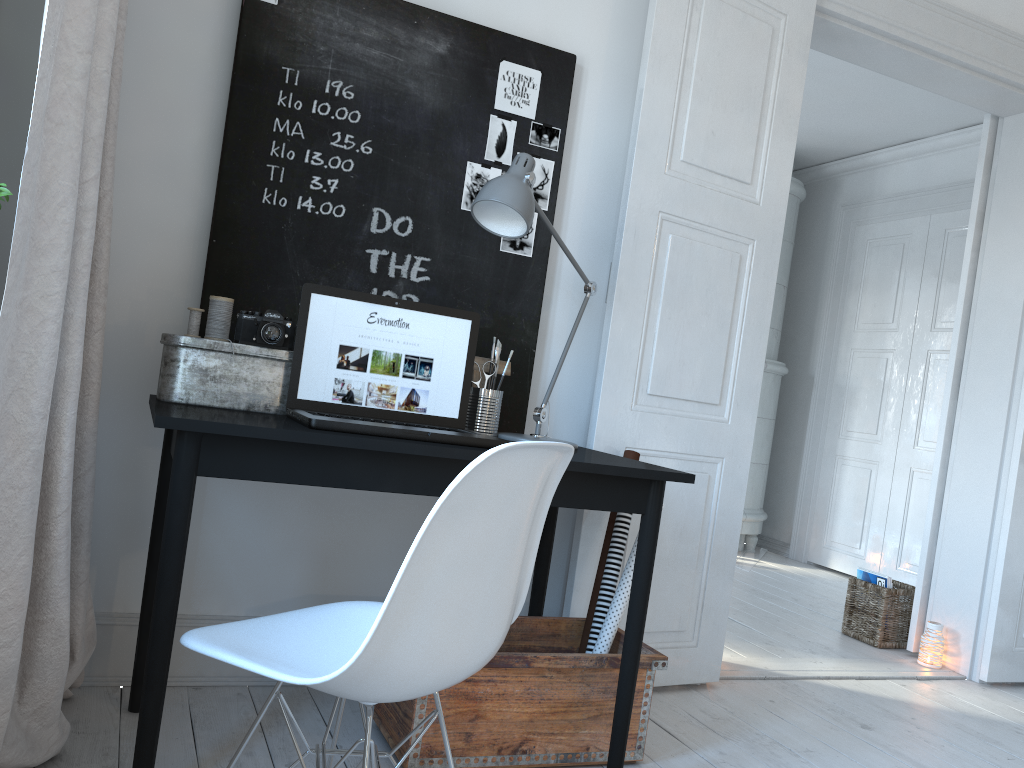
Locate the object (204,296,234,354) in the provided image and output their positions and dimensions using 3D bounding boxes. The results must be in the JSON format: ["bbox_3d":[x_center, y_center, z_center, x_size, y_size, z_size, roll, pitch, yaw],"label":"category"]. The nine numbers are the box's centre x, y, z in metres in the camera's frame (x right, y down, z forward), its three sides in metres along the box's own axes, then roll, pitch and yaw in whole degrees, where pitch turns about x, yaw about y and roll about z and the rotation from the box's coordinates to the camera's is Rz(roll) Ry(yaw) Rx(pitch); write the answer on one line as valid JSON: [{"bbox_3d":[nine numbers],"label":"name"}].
[{"bbox_3d":[-0.676,-0.138,2.059,0.056,0.130,0.167,8,0,-25],"label":"object"}]

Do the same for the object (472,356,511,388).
[{"bbox_3d":[-0.059,0.036,2.435,0.138,0.209,0.034,8,1,-43],"label":"object"}]

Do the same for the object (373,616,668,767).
[{"bbox_3d":[0.006,0.774,2.251,0.665,0.282,0.339,8,0,-23],"label":"object"}]

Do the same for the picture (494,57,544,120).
[{"bbox_3d":[0.021,-0.858,2.572,0.148,0.154,0.004,8,1,-23],"label":"picture"}]

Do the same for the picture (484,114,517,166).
[{"bbox_3d":[-0.032,-0.704,2.561,0.084,0.146,0.002,8,1,-23],"label":"picture"}]

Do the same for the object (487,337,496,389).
[{"bbox_3d":[-0.062,0.004,2.389,0.008,0.267,0.060,8,1,-7],"label":"object"}]

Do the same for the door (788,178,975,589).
[{"bbox_3d":[2.565,0.041,5.537,0.306,2.506,1.597,8,0,-23],"label":"door"}]

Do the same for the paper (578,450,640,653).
[{"bbox_3d":[0.259,0.559,2.517,0.048,0.747,0.297,8,0,22],"label":"paper"}]

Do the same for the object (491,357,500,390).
[{"bbox_3d":[-0.055,0.031,2.384,0.009,0.222,0.082,8,0,6],"label":"object"}]

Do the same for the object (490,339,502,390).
[{"bbox_3d":[-0.059,0.008,2.391,0.012,0.264,0.062,8,1,19],"label":"object"}]

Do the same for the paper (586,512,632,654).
[{"bbox_3d":[0.256,0.600,2.442,0.043,0.669,0.266,8,0,22],"label":"paper"}]

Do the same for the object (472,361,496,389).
[{"bbox_3d":[-0.095,0.034,2.373,0.081,0.198,0.050,8,1,2],"label":"object"}]

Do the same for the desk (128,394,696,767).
[{"bbox_3d":[-0.286,0.492,2.107,1.160,0.759,0.650,8,0,-23],"label":"desk"}]

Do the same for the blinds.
[{"bbox_3d":[-0.798,-0.539,1.749,0.225,2.648,0.830,8,1,-23],"label":"blinds"}]

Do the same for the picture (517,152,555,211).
[{"bbox_3d":[0.061,-0.598,2.607,0.121,0.153,0.002,8,1,-23],"label":"picture"}]

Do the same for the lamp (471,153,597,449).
[{"bbox_3d":[0.059,-0.199,2.338,0.229,0.716,0.617,8,0,38],"label":"lamp"}]

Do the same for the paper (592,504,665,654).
[{"bbox_3d":[0.277,0.620,2.388,0.283,0.627,0.041,8,1,-45],"label":"paper"}]

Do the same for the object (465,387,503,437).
[{"bbox_3d":[-0.086,0.075,2.368,0.108,0.128,0.108,8,0,-8],"label":"object"}]

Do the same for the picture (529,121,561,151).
[{"bbox_3d":[0.097,-0.732,2.615,0.095,0.071,0.001,8,1,-23],"label":"picture"}]

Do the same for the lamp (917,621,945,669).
[{"bbox_3d":[1.726,1.071,3.642,0.093,0.180,0.092,8,0,-40],"label":"lamp"}]

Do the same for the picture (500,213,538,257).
[{"bbox_3d":[0.021,-0.449,2.601,0.103,0.136,0.001,8,1,-23],"label":"picture"}]

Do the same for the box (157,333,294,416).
[{"bbox_3d":[-0.669,-0.022,2.096,0.317,0.152,0.192,8,0,-23],"label":"box"}]

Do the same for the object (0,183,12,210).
[{"bbox_3d":[-0.844,-0.176,1.141,0.271,0.407,0.310,8,0,27],"label":"object"}]

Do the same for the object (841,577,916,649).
[{"bbox_3d":[1.692,1.035,4.022,0.270,0.265,0.223,8,0,-23],"label":"object"}]

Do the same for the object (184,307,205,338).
[{"bbox_3d":[-0.752,-0.145,2.098,0.040,0.069,0.039,8,0,-35],"label":"object"}]

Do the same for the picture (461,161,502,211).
[{"bbox_3d":[-0.087,-0.558,2.547,0.107,0.150,0.001,8,1,-23],"label":"picture"}]

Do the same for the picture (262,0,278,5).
[{"bbox_3d":[-0.630,-1.030,2.285,0.061,0.088,0.004,8,1,-27],"label":"picture"}]

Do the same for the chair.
[{"bbox_3d":[-0.230,0.460,1.433,0.553,0.824,0.475,8,0,32],"label":"chair"}]

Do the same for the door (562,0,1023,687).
[{"bbox_3d":[1.372,-0.144,3.381,2.601,2.506,0.577,8,0,-23],"label":"door"}]

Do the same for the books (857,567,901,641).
[{"bbox_3d":[1.685,1.001,4.017,0.201,0.300,0.179,8,0,-23],"label":"books"}]

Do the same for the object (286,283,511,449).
[{"bbox_3d":[-0.243,-0.043,1.995,0.446,0.315,0.325,8,0,-23],"label":"object"}]

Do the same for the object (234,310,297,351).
[{"bbox_3d":[-0.562,-0.128,2.035,0.137,0.087,0.073,8,0,-23],"label":"object"}]

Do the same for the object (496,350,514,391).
[{"bbox_3d":[-0.042,0.023,2.383,0.009,0.240,0.084,9,1,44],"label":"object"}]

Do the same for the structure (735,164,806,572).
[{"bbox_3d":[1.493,-0.185,6.118,0.800,2.828,1.249,8,0,22],"label":"structure"}]

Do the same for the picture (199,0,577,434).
[{"bbox_3d":[-0.328,-0.466,2.485,0.954,1.172,0.063,8,1,-23],"label":"picture"}]
